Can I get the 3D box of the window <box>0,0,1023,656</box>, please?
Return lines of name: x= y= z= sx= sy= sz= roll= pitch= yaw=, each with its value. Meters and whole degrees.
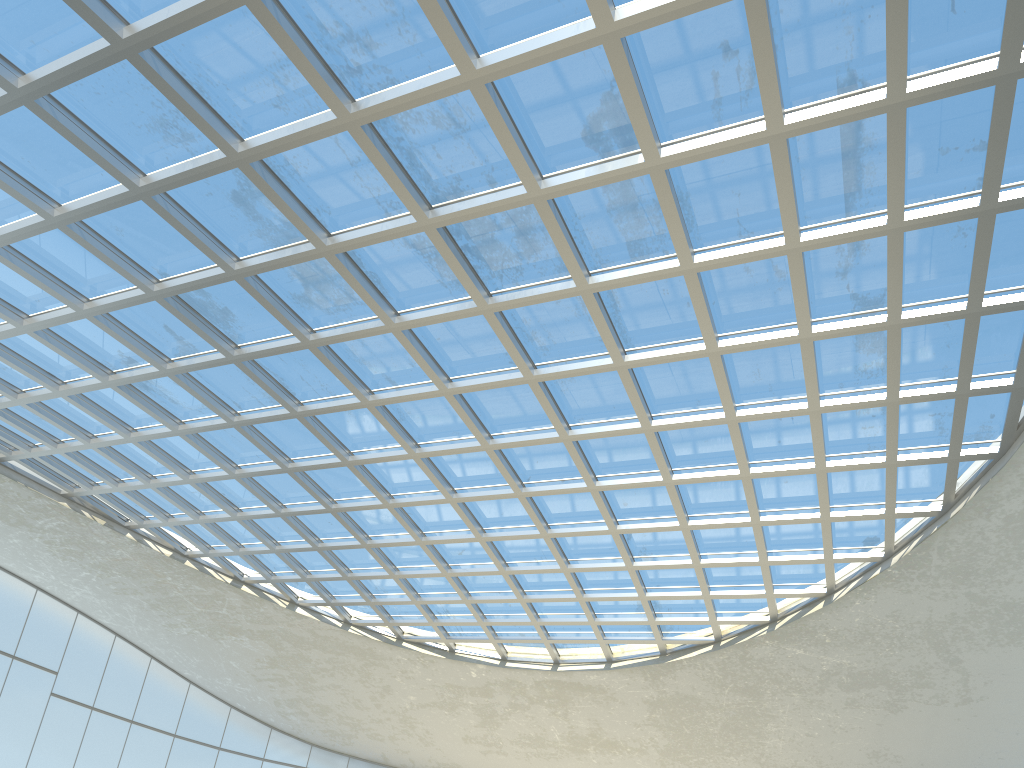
window: x=-11.147 y=3.089 z=47.282 sx=77.513 sy=9.744 sz=91.705 roll=-6 pitch=-38 yaw=23
